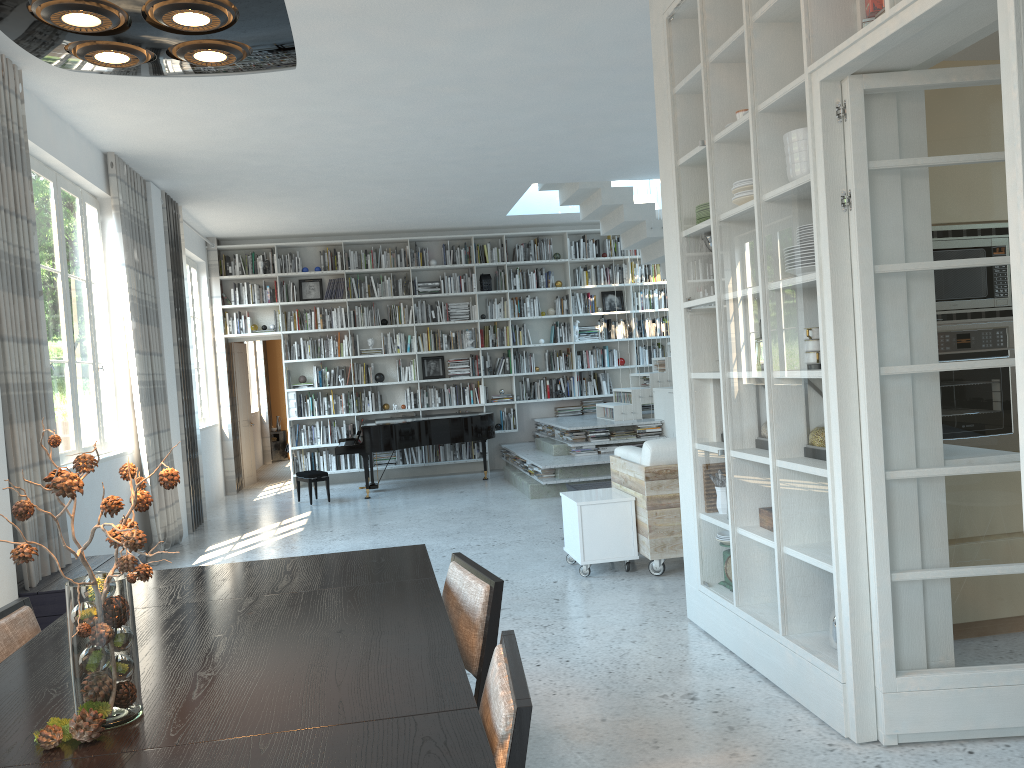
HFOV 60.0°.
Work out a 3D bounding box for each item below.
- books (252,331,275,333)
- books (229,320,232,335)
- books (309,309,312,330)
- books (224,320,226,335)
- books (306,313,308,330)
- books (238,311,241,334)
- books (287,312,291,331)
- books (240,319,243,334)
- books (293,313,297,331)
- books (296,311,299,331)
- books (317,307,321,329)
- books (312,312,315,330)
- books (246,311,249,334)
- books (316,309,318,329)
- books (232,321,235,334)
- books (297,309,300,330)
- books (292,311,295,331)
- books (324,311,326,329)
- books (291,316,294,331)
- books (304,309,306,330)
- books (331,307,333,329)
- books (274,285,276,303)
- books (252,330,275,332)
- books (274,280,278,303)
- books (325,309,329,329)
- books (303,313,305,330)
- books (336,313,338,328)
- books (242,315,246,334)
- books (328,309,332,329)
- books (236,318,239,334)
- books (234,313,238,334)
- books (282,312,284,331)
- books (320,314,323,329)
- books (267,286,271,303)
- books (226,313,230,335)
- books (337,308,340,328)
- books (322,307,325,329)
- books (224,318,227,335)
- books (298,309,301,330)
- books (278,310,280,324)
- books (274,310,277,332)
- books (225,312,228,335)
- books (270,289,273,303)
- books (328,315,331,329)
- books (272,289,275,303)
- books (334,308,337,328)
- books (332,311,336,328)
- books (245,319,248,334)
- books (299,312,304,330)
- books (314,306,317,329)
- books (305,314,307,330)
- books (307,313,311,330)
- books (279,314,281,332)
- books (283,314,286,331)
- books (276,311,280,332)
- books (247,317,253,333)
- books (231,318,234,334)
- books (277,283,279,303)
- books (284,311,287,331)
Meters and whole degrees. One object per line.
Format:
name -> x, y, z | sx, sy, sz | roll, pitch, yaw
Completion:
books -> -3.184, -0.667, 11.387 | 0.285, 0.012, 0.159 | -4, 1, -12
books -> -3.583, -0.719, 11.322 | 0.029, 0.197, 0.160 | -4, 2, -9
books -> -2.600, -0.826, 11.472 | 0.014, 0.273, 0.180 | -4, 2, -9
books -> -3.652, -0.729, 11.302 | 0.013, 0.228, 0.179 | -4, 2, -9
books -> -2.642, -0.802, 11.467 | 0.011, 0.229, 0.170 | -4, 2, -9
books -> -3.468, -0.776, 11.317 | 0.013, 0.297, 0.187 | -4, 2, -9
books -> -2.874, -0.800, 11.439 | 0.062, 0.258, 0.153 | -4, 2, -9
books -> -3.449, -0.726, 11.335 | 0.024, 0.193, 0.181 | -4, 1, -9
books -> -2.790, -0.791, 11.440 | 0.030, 0.230, 0.172 | -4, 2, -9
books -> -2.769, -0.804, 11.442 | 0.014, 0.253, 0.187 | -4, 2, -9
books -> -2.494, -0.840, 11.472 | 0.030, 0.286, 0.185 | -4, 2, -9
books -> -2.570, -0.811, 11.481 | 0.047, 0.238, 0.162 | -4, 2, -9
books -> -3.375, -0.784, 11.348 | 0.013, 0.299, 0.179 | -4, 2, -9
books -> -2.521, -0.831, 11.473 | 0.023, 0.271, 0.187 | -4, 2, -9
books -> -3.547, -0.715, 11.345 | 0.029, 0.185, 0.134 | -4, 2, -9
books -> -2.754, -0.820, 11.447 | 0.020, 0.281, 0.164 | -4, 2, -9
books -> -2.812, -0.806, 11.441 | 0.010, 0.263, 0.151 | -4, 2, -9
books -> -2.419, -0.819, 11.496 | 0.013, 0.232, 0.171 | -4, 2, -9
books -> -2.825, -0.771, 11.423 | 0.026, 0.195, 0.175 | -4, 2, -9
books -> -2.670, -0.824, 11.468 | 0.012, 0.277, 0.150 | -4, 2, -9
books -> -2.332, -0.850, 11.509 | 0.012, 0.281, 0.188 | -4, 2, -9
books -> -3.041, -1.144, 11.411 | 0.014, 0.236, 0.143 | -4, 2, -9
books -> -3.185, -0.679, 11.389 | 0.285, 0.012, 0.159 | -4, 1, -7
books -> -3.027, -1.174, 11.400 | 0.014, 0.294, 0.172 | -4, 2, -9
books -> -2.402, -0.835, 11.513 | 0.029, 0.261, 0.157 | -4, 2, -9
books -> -2.681, -0.800, 11.471 | 0.012, 0.230, 0.149 | -4, 2, -9
books -> -2.267, -0.817, 11.528 | 0.013, 0.206, 0.172 | -4, 2, -9
books -> -3.415, -0.750, 11.321 | 0.021, 0.237, 0.188 | -4, 2, -9
books -> -2.357, -0.838, 11.524 | 0.035, 0.260, 0.131 | -4, 2, -9
books -> -3.500, -0.733, 11.352 | 0.023, 0.214, 0.140 | -4, 2, -9
books -> -3.523, -0.765, 11.331 | 0.022, 0.281, 0.156 | -4, 2, -9
books -> -2.944, -0.793, 11.429 | 0.012, 0.254, 0.161 | -4, 2, -9
books -> -2.461, -0.797, 11.474 | 0.029, 0.195, 0.192 | -4, 1, -9
books -> -3.111, -1.136, 11.371 | 0.029, 0.229, 0.191 | -4, 2, -9
books -> -3.610, -0.759, 11.308 | 0.023, 0.282, 0.170 | -4, 2, -9
books -> -2.251, -0.848, 11.539 | 0.024, 0.266, 0.155 | -4, 2, -9
books -> -2.442, -0.845, 11.504 | 0.025, 0.286, 0.161 | -4, 2, -9
books -> -3.639, -0.727, 11.305 | 0.013, 0.222, 0.162 | -4, 2, -9
books -> -2.737, -0.819, 11.439 | 0.011, 0.277, 0.164 | -4, 2, -9
books -> -2.984, -0.806, 11.416 | 0.010, 0.286, 0.137 | -4, 2, -9
books -> -3.038, -0.801, 11.402 | 0.012, 0.285, 0.159 | -4, 2, -9
books -> -3.632, -0.768, 11.328 | 0.013, 0.303, 0.135 | -4, 2, -9
books -> -3.086, -1.121, 11.404 | 0.029, 0.196, 0.146 | -4, 2, -9
books -> -2.375, -0.799, 11.517 | 0.022, 0.186, 0.136 | -4, 2, -9
books -> -3.056, -1.119, 11.394 | 0.026, 0.188, 0.154 | -4, 2, -9
books -> -2.284, -0.844, 11.512 | 0.022, 0.263, 0.174 | -4, 2, -9
books -> -2.309, -0.826, 11.509 | 0.030, 0.231, 0.172 | -4, 2, -9
books -> -3.395, -0.729, 11.366 | 0.029, 0.191, 0.134 | -4, 2, -9
books -> -2.710, -0.807, 11.461 | 0.047, 0.250, 0.134 | -4, 2, -9
books -> -2.543, -0.846, 11.488 | 0.014, 0.304, 0.151 | -4, 2, -9
books -> -2.653, -0.795, 11.459 | 0.014, 0.218, 0.164 | -4, 2, -9
books -> -2.620, -0.797, 11.464 | 0.031, 0.217, 0.173 | -4, 2, -9
books -> -2.961, -0.776, 11.383 | 0.021, 0.224, 0.231 | -4, 1, -9
books -> -2.925, -0.783, 11.423 | 0.022, 0.232, 0.151 | -4, 2, -9
books -> -3.013, -0.796, 11.427 | 0.044, 0.269, 0.133 | -4, 2, -9
books -> -3.349, -0.742, 11.340 | 0.029, 0.211, 0.187 | -4, 2, -9
books -> -3.564, -0.731, 11.316 | 0.010, 0.220, 0.181 | -4, 2, -9
books -> -3.004, -1.164, 11.420 | 0.037, 0.268, 0.113 | -4, 2, -9
books -> -2.908, -0.800, 11.417 | 0.012, 0.263, 0.180 | -4, 2, -9
